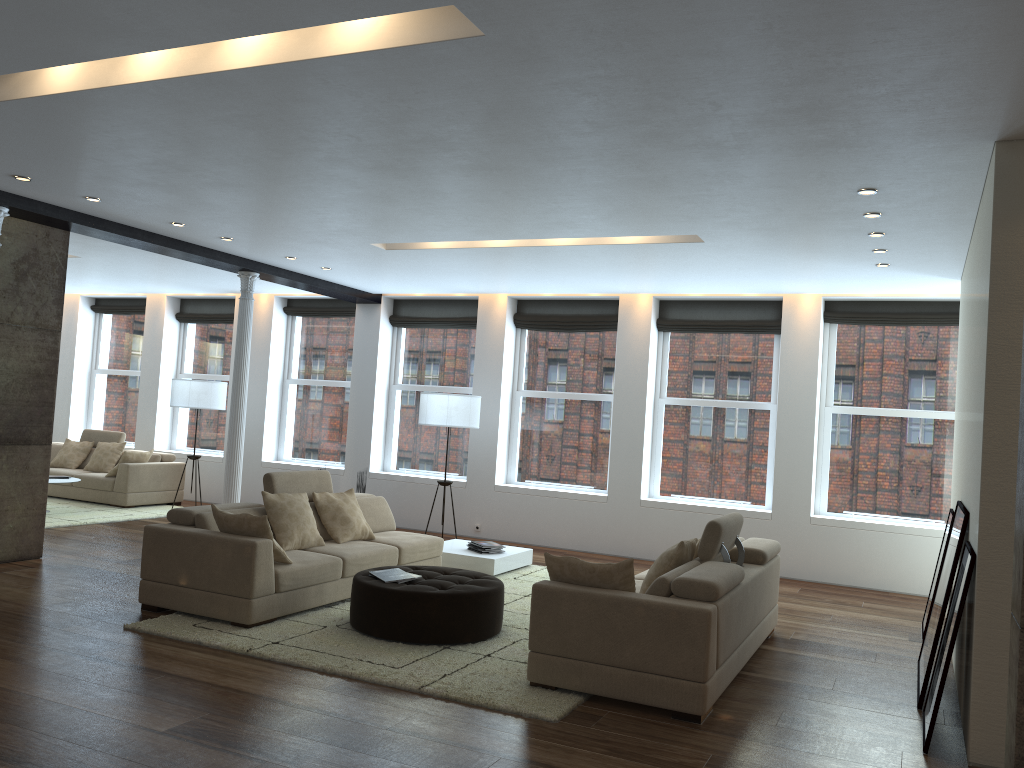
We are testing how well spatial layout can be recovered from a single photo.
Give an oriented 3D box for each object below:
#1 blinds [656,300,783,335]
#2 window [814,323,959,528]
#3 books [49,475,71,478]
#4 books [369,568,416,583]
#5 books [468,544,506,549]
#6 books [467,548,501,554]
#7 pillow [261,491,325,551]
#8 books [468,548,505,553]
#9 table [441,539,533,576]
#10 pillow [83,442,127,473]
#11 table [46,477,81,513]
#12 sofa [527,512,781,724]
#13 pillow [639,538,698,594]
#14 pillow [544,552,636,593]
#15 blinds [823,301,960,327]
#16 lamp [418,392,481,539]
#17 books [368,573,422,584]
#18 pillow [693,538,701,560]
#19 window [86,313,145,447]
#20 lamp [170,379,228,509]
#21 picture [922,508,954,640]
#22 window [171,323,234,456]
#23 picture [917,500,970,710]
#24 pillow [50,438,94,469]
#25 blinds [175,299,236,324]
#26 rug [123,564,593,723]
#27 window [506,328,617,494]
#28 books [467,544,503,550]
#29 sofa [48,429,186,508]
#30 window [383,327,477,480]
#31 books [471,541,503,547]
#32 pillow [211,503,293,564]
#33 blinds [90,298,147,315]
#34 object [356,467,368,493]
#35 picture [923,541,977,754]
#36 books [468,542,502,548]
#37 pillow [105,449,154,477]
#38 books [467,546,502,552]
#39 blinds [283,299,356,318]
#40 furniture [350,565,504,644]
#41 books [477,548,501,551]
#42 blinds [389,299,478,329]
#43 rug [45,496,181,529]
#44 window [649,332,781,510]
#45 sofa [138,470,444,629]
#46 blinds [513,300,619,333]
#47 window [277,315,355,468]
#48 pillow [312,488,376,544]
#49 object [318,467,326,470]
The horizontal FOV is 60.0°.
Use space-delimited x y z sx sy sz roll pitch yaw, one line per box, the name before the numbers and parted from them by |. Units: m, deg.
blinds | 2.373 -0.769 10.107 1.442 0.393 0.156 3 -2 25
window | 4.057 0.328 9.326 1.563 2.400 0.123 3 -2 25
books | -5.592 1.133 10.848 0.220 0.010 0.300 2 -3 40
books | -0.818 1.303 6.040 0.220 0.040 0.301 5 -3 -30
books | -0.245 1.583 8.670 0.300 0.010 0.220 2 -3 40
books | -0.270 1.629 8.655 0.220 0.010 0.300 5 -3 -30
pillow | -1.700 1.056 6.915 0.301 0.439 0.534 3 -3 28
books | -0.247 1.621 8.668 0.300 0.010 0.220 2 -3 45
table | -0.386 1.717 8.803 0.900 0.170 0.900 3 -2 25
pillow | -5.653 1.008 12.310 0.534 0.439 0.301 3 -2 21
table | -5.721 1.326 10.574 1.022 0.393 1.022 5 -2 -21
sofa | 1.082 1.328 5.897 1.021 0.950 2.581 3 -2 25
pillow | 0.996 1.184 5.666 0.301 0.439 0.534 3 -2 21
pillow | 0.462 1.148 5.076 0.518 0.393 0.395 3 -2 21
blinds | 4.102 -0.741 9.310 1.563 0.275 0.156 3 -2 25
lamp | -0.756 0.980 10.128 0.698 1.728 0.698 6 -3 -41
books | -0.796 1.312 6.053 0.300 0.031 0.219 2 -3 40
pillow | 1.245 1.233 6.237 0.368 0.416 0.519 3 -2 20
window | -6.146 -0.155 14.054 1.444 2.400 0.123 3 -2 25
lamp | -4.190 0.817 11.720 0.698 1.728 0.698 6 -3 -41
picture | 3.427 1.509 7.131 0.195 0.988 0.700 3 -2 25
window | -4.519 -0.078 13.300 1.345 2.400 0.123 3 -2 25
picture | 2.686 1.324 5.549 0.225 1.140 1.183 3 -2 25
pillow | -6.226 0.991 12.560 0.519 0.416 0.368 3 -2 20
blinds | -4.479 -1.094 13.283 1.342 0.393 0.156 3 -2 25
rug | -0.249 1.749 6.955 2.972 0.020 4.231 3 -2 25
window | 0.663 0.167 10.899 1.442 2.400 0.123 3 -2 25
books | -0.267 1.590 8.657 0.220 0.010 0.300 6 -3 -40
sofa | -5.897 1.125 12.400 2.581 0.950 1.018 3 -2 25
window | -1.002 0.088 11.670 1.432 2.400 0.123 3 -2 25
books | -0.244 1.563 8.671 0.220 0.010 0.300 5 -2 -25
pillow | -1.802 1.040 6.125 0.518 0.393 0.395 3 -3 28
blinds | -6.100 -1.230 14.038 1.442 0.275 0.156 3 -2 25
object | -1.875 1.418 10.967 0.458 0.781 0.458 3 -2 24
picture | 2.268 1.335 4.615 0.195 0.988 0.700 3 -2 25
books | -0.266 1.571 8.658 0.220 0.010 0.300 5 -3 -30
pillow | -5.065 1.047 11.774 0.395 0.393 0.518 3 -2 21
books | -0.269 1.609 8.656 0.220 0.010 0.300 5 -3 -30
blinds | -2.601 -1.064 12.417 1.396 0.275 0.156 3 -2 25
furniture | -0.584 1.508 6.153 1.057 0.355 1.057 3 -3 27
books | -0.246 1.602 8.669 0.220 0.010 0.300 4 -2 -15
blinds | -0.969 -0.928 11.639 1.431 0.395 0.183 3 -2 25
rug | -6.473 1.508 11.243 4.231 0.020 2.972 3 -2 25
window | 2.332 0.247 10.125 1.443 2.400 0.123 3 -2 25
sofa | -1.590 1.202 7.135 1.021 0.950 2.581 3 -2 25
blinds | 0.704 -0.841 10.881 1.439 0.424 0.156 3 -2 25
window | -2.644 0.011 12.431 1.391 2.400 0.123 3 -2 25
pillow | -1.428 1.106 7.476 0.368 0.416 0.519 2 -3 29
object | -2.388 1.384 10.966 0.458 0.781 0.458 3 -2 24
